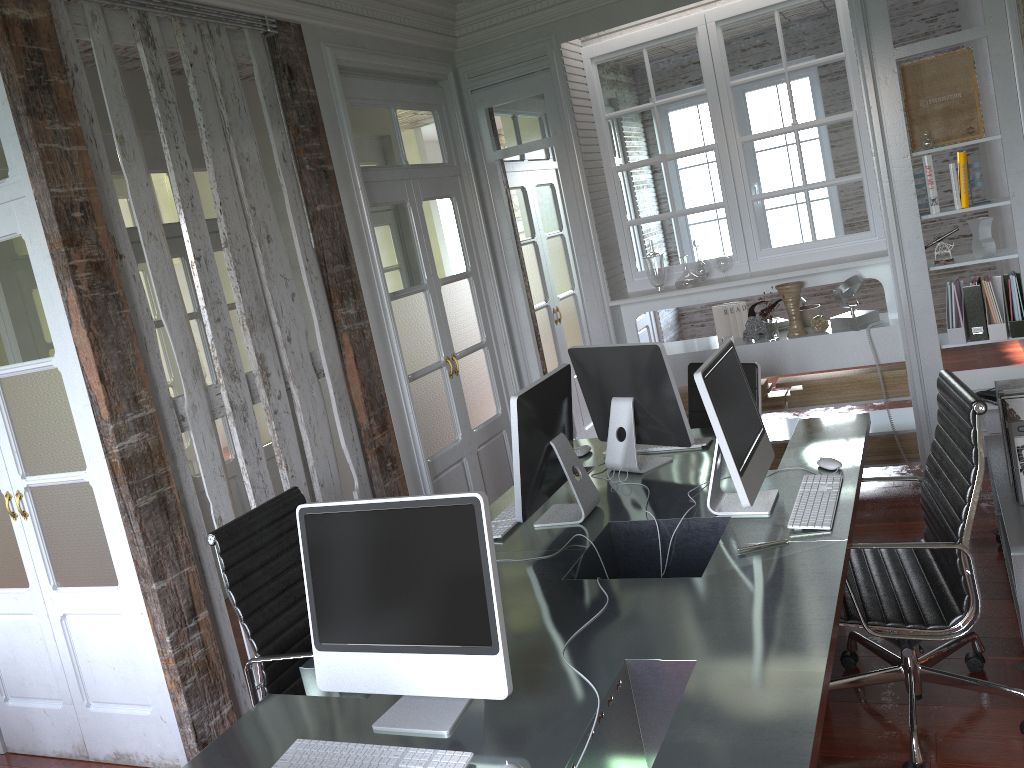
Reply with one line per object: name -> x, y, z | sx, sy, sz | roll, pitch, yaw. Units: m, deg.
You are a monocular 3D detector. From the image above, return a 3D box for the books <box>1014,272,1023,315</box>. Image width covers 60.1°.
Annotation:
books -> 2.494, -0.400, 4.335 | 0.023, 0.280, 0.196 | -8, 9, 30

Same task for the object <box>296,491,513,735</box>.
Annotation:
object -> -0.226, 0.481, 1.928 | 0.482, 0.482, 0.191 | -8, 8, 26

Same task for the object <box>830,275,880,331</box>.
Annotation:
object -> 1.766, -0.427, 4.609 | 0.189, 0.270, 0.167 | -16, 9, -28

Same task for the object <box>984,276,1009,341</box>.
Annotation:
object -> 2.380, -0.374, 4.358 | 0.078, 0.276, 0.241 | -8, 9, 32

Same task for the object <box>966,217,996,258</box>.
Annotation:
object -> 2.300, -0.714, 4.329 | 0.063, 0.187, 0.127 | -12, 8, -1

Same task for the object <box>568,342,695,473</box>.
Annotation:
object -> 0.437, 0.082, 3.395 | 0.191, 0.482, 0.483 | -18, 10, -38

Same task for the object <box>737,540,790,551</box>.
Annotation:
object -> 0.692, 0.441, 2.430 | 0.149, 0.011, 0.011 | -12, 8, 2

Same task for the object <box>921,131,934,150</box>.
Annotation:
object -> 2.004, -1.176, 4.278 | 0.055, 0.089, 0.056 | -8, 9, 29

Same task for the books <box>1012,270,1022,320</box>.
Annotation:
books -> 2.481, -0.403, 4.342 | 0.013, 0.286, 0.196 | -8, 9, 30

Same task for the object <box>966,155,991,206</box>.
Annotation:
object -> 2.281, -1.007, 4.335 | 0.078, 0.247, 0.116 | -9, 8, 26

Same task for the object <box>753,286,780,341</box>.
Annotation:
object -> 1.381, -0.377, 4.736 | 0.128, 0.285, 0.129 | -13, 7, -7

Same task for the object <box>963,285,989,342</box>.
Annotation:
object -> 2.321, -0.374, 4.426 | 0.078, 0.276, 0.248 | -8, 9, 31

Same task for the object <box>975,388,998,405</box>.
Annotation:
object -> 2.469, 0.051, 4.488 | 0.238, 0.040, 0.294 | -15, 10, -18

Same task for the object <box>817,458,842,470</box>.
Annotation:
object -> 1.055, 0.262, 2.952 | 0.059, 0.028, 0.107 | -14, 10, -12

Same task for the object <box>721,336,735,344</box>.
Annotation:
object -> 1.187, -0.236, 4.860 | 0.066, 0.040, 0.066 | -15, 9, -16

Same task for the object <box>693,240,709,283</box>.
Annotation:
object -> 1.062, -0.682, 5.006 | 0.087, 0.269, 0.089 | -9, 7, 21

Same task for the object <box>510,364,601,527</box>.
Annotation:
object -> 0.142, 0.216, 2.991 | 0.189, 0.482, 0.489 | -9, 9, 26

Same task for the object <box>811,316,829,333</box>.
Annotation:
object -> 1.630, -0.320, 4.695 | 0.092, 0.087, 0.093 | -16, 9, -27

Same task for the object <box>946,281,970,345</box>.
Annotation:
object -> 2.236, -0.360, 4.454 | 0.078, 0.276, 0.241 | -7, 9, 34

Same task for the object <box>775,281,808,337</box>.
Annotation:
object -> 1.502, -0.397, 4.732 | 0.143, 0.277, 0.145 | -6, 10, 40

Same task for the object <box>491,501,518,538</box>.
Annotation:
object -> 0.003, 0.461, 3.138 | 0.118, 0.017, 0.443 | -7, 11, 26

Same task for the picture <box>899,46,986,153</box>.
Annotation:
picture -> 2.084, -1.373, 4.294 | 0.325, 0.432, 0.009 | -8, 8, 26

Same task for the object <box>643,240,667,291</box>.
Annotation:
object -> 0.823, -0.668, 5.075 | 0.130, 0.313, 0.129 | -18, 9, -38

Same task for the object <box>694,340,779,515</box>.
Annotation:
object -> 0.681, 0.143, 2.756 | 0.189, 0.482, 0.489 | -9, 9, 26

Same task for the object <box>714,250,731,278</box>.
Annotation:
object -> 1.190, -0.665, 5.001 | 0.094, 0.187, 0.095 | -12, 7, 1

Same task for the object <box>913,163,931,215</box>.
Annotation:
object -> 2.043, -0.977, 4.451 | 0.078, 0.247, 0.116 | -9, 8, 26

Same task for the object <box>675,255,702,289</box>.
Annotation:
object -> 0.972, -0.613, 4.927 | 0.148, 0.199, 0.149 | -11, 8, 9

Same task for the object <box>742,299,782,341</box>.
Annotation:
object -> 1.389, -0.357, 4.929 | 0.386, 0.178, 0.158 | -19, 11, -38

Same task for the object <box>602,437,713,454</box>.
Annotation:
object -> 0.591, 0.252, 3.610 | 0.437, 0.017, 0.120 | -7, 11, 26

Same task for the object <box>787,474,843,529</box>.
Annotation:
object -> 0.916, 0.349, 2.663 | 0.118, 0.017, 0.443 | -7, 11, 26

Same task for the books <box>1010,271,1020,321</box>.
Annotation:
books -> 2.473, -0.404, 4.354 | 0.030, 0.288, 0.182 | -8, 8, 30

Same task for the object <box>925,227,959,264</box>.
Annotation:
object -> 2.121, -0.683, 4.388 | 0.093, 0.160, 0.177 | -17, 10, -35

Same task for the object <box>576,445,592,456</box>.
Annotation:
object -> 0.301, 0.281, 3.759 | 0.059, 0.028, 0.107 | -8, 10, 25

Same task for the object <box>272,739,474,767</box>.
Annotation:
object -> -0.291, 0.762, 1.767 | 0.437, 0.017, 0.120 | -7, 11, 26

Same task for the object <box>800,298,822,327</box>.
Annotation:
object -> 1.646, -0.400, 4.947 | 0.159, 0.152, 0.218 | -10, 9, 11

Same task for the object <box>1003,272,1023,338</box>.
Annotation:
object -> 2.465, -0.388, 4.332 | 0.078, 0.276, 0.241 | -8, 9, 30

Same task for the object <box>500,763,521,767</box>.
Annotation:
object -> -0.004, 0.721, 1.618 | 0.059, 0.028, 0.107 | -13, 10, -5

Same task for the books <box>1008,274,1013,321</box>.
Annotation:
books -> 2.454, -0.393, 4.357 | 0.024, 0.275, 0.196 | -8, 9, 30
